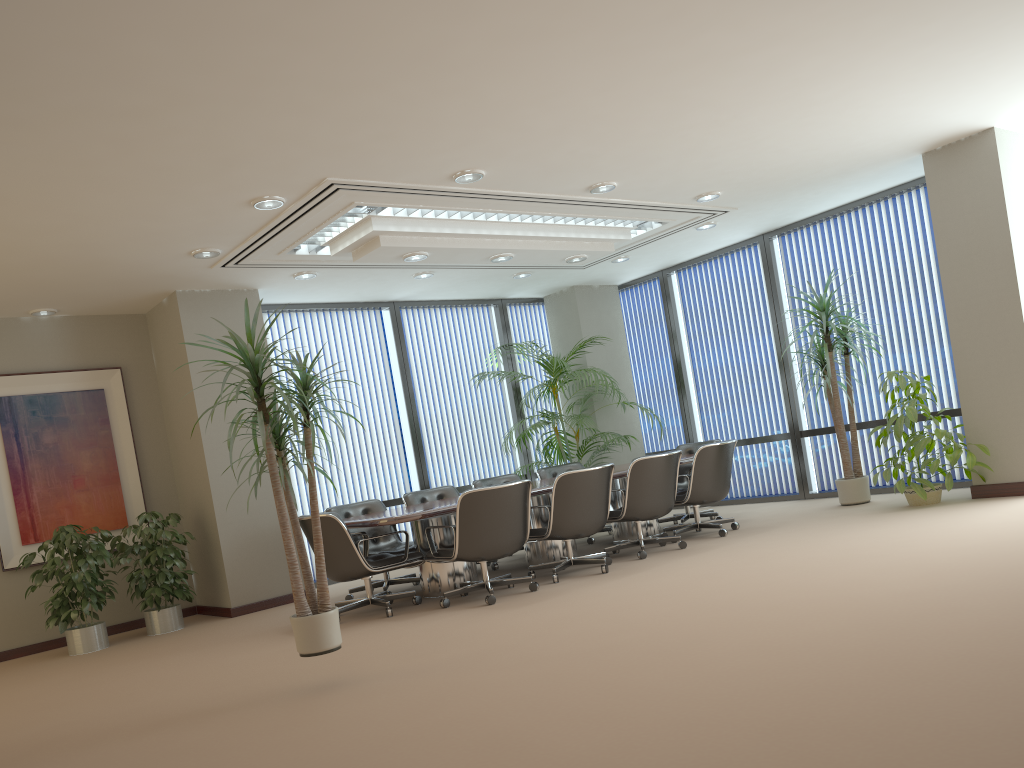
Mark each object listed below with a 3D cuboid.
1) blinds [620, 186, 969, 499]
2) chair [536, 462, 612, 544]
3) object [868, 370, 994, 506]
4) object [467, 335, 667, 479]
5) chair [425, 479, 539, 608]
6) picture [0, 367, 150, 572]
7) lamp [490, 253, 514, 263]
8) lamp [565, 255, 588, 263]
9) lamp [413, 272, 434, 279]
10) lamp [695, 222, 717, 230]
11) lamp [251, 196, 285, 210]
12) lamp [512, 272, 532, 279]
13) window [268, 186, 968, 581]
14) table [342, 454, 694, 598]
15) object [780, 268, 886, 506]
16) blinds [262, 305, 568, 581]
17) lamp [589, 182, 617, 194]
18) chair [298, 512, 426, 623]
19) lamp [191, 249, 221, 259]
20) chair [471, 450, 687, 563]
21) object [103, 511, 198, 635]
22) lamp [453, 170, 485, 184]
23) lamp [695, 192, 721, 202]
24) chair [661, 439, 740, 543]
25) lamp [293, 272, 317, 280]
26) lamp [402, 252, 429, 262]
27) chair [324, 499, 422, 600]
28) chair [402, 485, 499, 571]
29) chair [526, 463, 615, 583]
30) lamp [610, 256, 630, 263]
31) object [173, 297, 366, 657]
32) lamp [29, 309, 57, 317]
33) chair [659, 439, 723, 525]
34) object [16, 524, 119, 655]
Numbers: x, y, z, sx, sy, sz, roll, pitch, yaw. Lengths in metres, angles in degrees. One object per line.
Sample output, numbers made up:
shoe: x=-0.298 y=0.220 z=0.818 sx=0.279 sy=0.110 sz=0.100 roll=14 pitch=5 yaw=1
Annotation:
blinds: x=2.949 y=-0.147 z=10.317 sx=0.050 sy=2.909 sz=4.978 roll=-11 pitch=-2 yaw=-39
chair: x=0.766 y=1.273 z=9.567 sx=0.753 sy=0.859 sz=0.860 roll=-9 pitch=-2 yaw=-34
object: x=3.673 y=0.498 z=7.881 sx=0.985 sy=1.314 sz=0.851 roll=-10 pitch=0 yaw=22
object: x=0.642 y=0.558 z=10.685 sx=2.155 sy=2.481 sz=2.100 roll=-9 pitch=-1 yaw=-18
chair: x=-0.233 y=1.210 z=6.720 sx=0.747 sy=0.859 sz=0.865 roll=-9 pitch=-2 yaw=-35
picture: x=-4.149 y=0.749 z=8.171 sx=1.285 sy=1.749 sz=0.058 roll=-9 pitch=1 yaw=-39
lamp: x=-0.093 y=-1.148 z=8.081 sx=0.224 sy=0.035 sz=0.226 roll=-8 pitch=-5 yaw=-15
lamp: x=0.633 y=-1.222 z=8.670 sx=0.224 sy=0.035 sz=0.226 roll=-8 pitch=-5 yaw=-15
lamp: x=-0.912 y=-1.117 z=9.112 sx=0.224 sy=0.035 sz=0.226 roll=-8 pitch=-5 yaw=-15
lamp: x=1.986 y=-1.611 z=9.025 sx=0.227 sy=0.035 sz=0.223 roll=-13 pitch=-6 yaw=40
lamp: x=-1.672 y=-1.238 z=6.058 sx=0.223 sy=0.035 sz=0.227 roll=-6 pitch=-5 yaw=-35
lamp: x=0.115 y=-1.222 z=9.945 sx=0.224 sy=0.035 sz=0.226 roll=-8 pitch=-5 yaw=-15
window: x=1.143 y=0.184 z=10.563 sx=7.386 sy=2.916 sz=3.530 roll=-10 pitch=-2 yaw=7
table: x=0.318 y=1.289 z=8.163 sx=4.037 sy=0.750 sz=1.522 roll=-6 pitch=-5 yaw=-39
object: x=3.248 y=0.060 z=8.760 sx=1.024 sy=2.316 sz=1.024 roll=-9 pitch=0 yaw=26
blinds: x=-0.728 y=0.507 z=10.757 sx=4.856 sy=2.911 sz=0.032 roll=-7 pitch=0 yaw=-39
lamp: x=0.724 y=-1.560 z=7.043 sx=0.224 sy=0.035 sz=0.226 roll=-8 pitch=-5 yaw=-15
chair: x=-1.188 y=1.385 z=6.907 sx=0.845 sy=0.859 sz=0.766 roll=-8 pitch=-2 yaw=-39
lamp: x=-2.432 y=-1.032 z=7.019 sx=0.224 sy=0.035 sz=0.227 roll=-8 pitch=-5 yaw=-22
chair: x=0.606 y=1.207 z=8.418 sx=0.752 sy=0.858 sz=2.553 roll=-9 pitch=-4 yaw=-39
object: x=-3.235 y=1.699 z=7.986 sx=0.734 sy=1.094 sz=0.800 roll=-9 pitch=-1 yaw=-7
lamp: x=-0.303 y=-1.455 z=6.210 sx=0.227 sy=0.035 sz=0.223 roll=-13 pitch=-6 yaw=40
lamp: x=1.751 y=-1.665 z=7.876 sx=0.224 sy=0.035 sz=0.226 roll=-8 pitch=-5 yaw=-15
chair: x=1.732 y=1.009 z=8.309 sx=0.728 sy=0.859 sz=0.860 roll=-8 pitch=-2 yaw=-44
lamp: x=-1.940 y=-1.012 z=8.279 sx=0.224 sy=0.035 sz=0.227 roll=-8 pitch=-5 yaw=-22
lamp: x=-0.819 y=-1.074 z=7.492 sx=0.224 sy=0.035 sz=0.227 roll=-8 pitch=-5 yaw=-22
chair: x=-1.192 y=1.473 z=7.982 sx=0.752 sy=0.859 sz=0.860 roll=-8 pitch=-2 yaw=-44
chair: x=-0.564 y=1.413 z=8.543 sx=0.752 sy=0.859 sz=0.860 roll=-9 pitch=-2 yaw=-39
chair: x=0.471 y=1.133 z=7.234 sx=0.752 sy=0.859 sz=0.860 roll=-9 pitch=-2 yaw=-39
lamp: x=1.226 y=-1.405 z=9.987 sx=0.223 sy=0.035 sz=0.227 roll=-7 pitch=-5 yaw=-29
object: x=-1.167 y=0.505 z=4.590 sx=0.811 sy=1.835 sz=0.811 roll=-9 pitch=0 yaw=26
lamp: x=-4.256 y=-0.645 z=8.013 sx=0.223 sy=0.035 sz=0.227 roll=-7 pitch=-5 yaw=-29
chair: x=1.863 y=1.074 z=9.382 sx=0.845 sy=0.859 sz=0.766 roll=-8 pitch=-2 yaw=-39
object: x=-3.682 y=1.738 z=7.540 sx=0.804 sy=1.094 sz=0.730 roll=-10 pitch=-1 yaw=33
